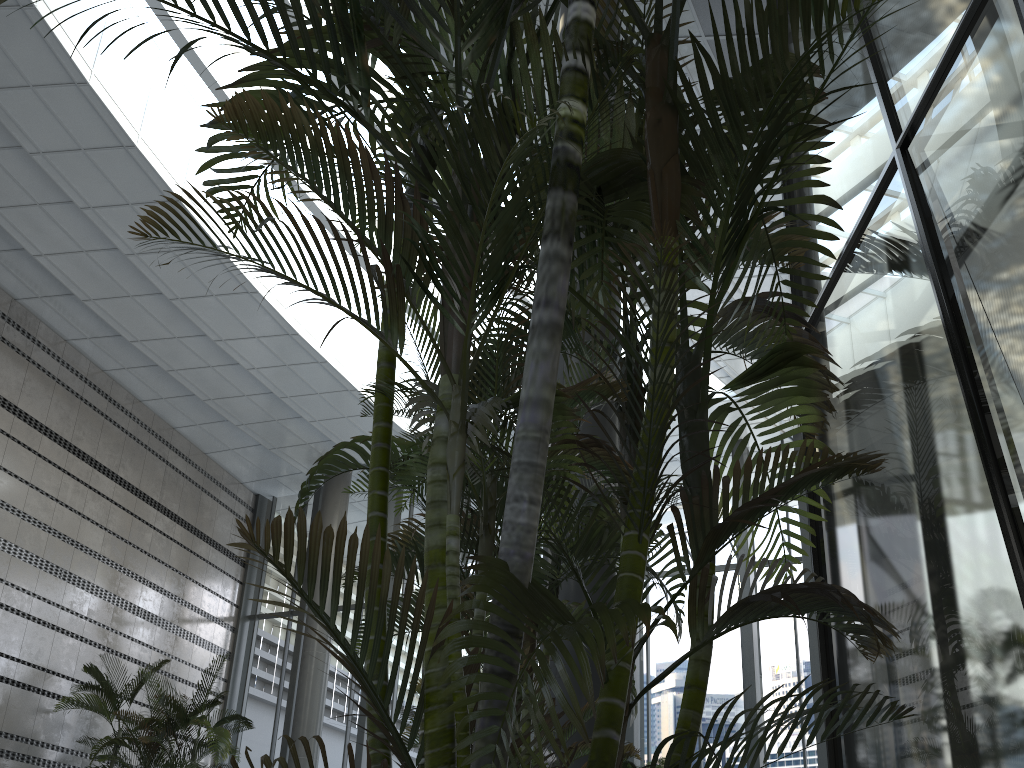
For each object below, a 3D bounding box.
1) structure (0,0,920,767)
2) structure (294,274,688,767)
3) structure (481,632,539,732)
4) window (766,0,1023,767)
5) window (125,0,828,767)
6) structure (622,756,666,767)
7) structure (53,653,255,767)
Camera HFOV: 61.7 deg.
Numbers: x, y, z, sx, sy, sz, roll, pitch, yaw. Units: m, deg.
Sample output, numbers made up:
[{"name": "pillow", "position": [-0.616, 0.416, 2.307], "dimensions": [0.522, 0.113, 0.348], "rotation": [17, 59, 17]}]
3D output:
[{"name": "structure", "position": [-0.062, -0.103, 1.892], "dimensions": [2.436, 4.195, 2.807], "rotation": [2, -25, 1]}, {"name": "structure", "position": [-0.006, 1.373, 3.441], "dimensions": [1.643, 3.359, 2.273], "rotation": [1, -25, 4]}, {"name": "structure", "position": [0.054, 3.263, 6.193], "dimensions": [1.406, 3.117, 1.354], "rotation": [1, -23, 5]}, {"name": "window", "position": [4.202, 0.674, 5.701], "dimensions": [4.205, 7.202, 17.154], "rotation": [-6, -31, 18]}, {"name": "window", "position": [-2.997, 0.349, 7.194], "dimensions": [13.732, 9.058, 20.512], "rotation": [-15, -35, 28]}, {"name": "structure", "position": [0.956, 5.393, 9.104], "dimensions": [3.805, 2.667, 3.499], "rotation": [-15, -33, 28]}, {"name": "structure", "position": [-4.849, 5.683, 11.200], "dimensions": [2.527, 4.196, 2.704], "rotation": [-9, -27, 24]}]
